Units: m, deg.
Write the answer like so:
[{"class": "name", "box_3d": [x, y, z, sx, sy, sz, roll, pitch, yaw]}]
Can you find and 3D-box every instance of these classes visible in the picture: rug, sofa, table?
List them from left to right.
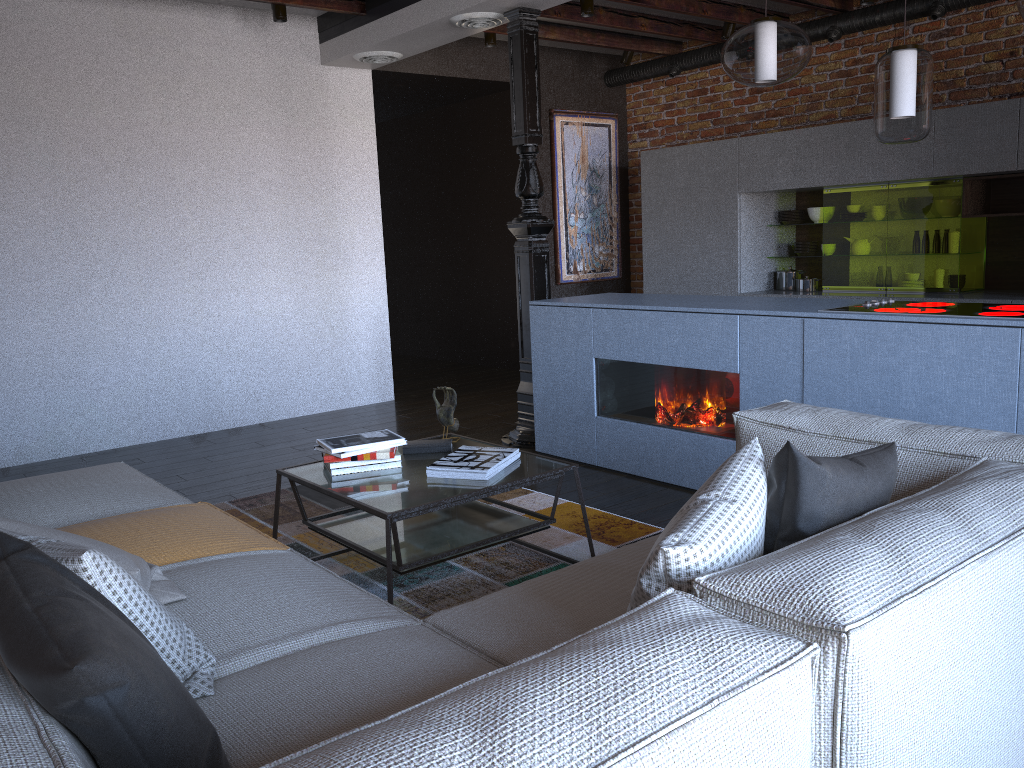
[{"class": "sofa", "box_3d": [-0.460, 0.474, 2.525, 2.535, 0.698, 3.299, -10, 12, -38]}, {"class": "table", "box_3d": [-0.298, 0.479, 3.120, 0.842, 0.389, 0.848, -10, 12, -38]}, {"class": "rug", "box_3d": [-0.310, 0.620, 3.559, 1.431, 0.013, 2.363, -10, 12, -38]}]

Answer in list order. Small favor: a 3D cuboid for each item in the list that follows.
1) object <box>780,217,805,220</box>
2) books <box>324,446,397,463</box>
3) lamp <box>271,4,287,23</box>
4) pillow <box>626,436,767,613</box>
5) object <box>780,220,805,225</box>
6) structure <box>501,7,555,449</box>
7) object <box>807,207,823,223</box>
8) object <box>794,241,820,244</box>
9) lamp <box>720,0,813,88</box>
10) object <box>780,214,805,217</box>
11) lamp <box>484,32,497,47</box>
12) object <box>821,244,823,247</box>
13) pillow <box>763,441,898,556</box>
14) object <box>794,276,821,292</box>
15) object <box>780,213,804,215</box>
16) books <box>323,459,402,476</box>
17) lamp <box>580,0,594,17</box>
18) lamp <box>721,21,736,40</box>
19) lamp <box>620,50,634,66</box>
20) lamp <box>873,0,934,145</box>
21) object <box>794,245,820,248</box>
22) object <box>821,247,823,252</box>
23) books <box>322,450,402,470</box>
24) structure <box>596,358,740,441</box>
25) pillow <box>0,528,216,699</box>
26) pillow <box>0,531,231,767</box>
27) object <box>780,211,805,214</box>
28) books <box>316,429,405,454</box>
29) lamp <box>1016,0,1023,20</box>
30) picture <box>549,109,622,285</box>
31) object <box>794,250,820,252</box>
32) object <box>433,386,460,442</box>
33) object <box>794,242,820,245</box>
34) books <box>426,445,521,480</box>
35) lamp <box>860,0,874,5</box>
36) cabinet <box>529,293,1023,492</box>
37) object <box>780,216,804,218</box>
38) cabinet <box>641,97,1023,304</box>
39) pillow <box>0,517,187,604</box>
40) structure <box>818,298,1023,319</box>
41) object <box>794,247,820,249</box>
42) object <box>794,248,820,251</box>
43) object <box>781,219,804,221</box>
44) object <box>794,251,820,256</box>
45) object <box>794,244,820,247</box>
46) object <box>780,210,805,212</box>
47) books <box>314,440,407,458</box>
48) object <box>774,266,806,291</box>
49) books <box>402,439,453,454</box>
[{"class": "object", "box_3d": [2.084, -1.222, 6.590, 0.180, 0.027, 0.180, 1, 10, 20]}, {"class": "books", "box_3d": [-0.532, 0.237, 3.133, 0.239, 0.023, 0.190, -3, 9, -4]}, {"class": "lamp", "box_3d": [-1.415, -2.270, 5.313, 0.120, 0.184, 0.082, -2, 10, 3]}, {"class": "pillow", "box_3d": [0.346, 0.335, 1.658, 0.250, 0.402, 0.543, 4, 11, 33]}, {"class": "object", "box_3d": [2.085, -1.201, 6.594, 0.180, 0.027, 0.180, 1, 10, 20]}, {"class": "structure", "box_3d": [-2.005, -0.202, 1.702, 0.481, 2.396, 8.506, 3, 11, 32]}, {"class": "object", "box_3d": [2.235, -1.219, 6.411, 0.191, 0.113, 0.191, -8, 11, -30]}, {"class": "object", "box_3d": [2.171, -1.034, 6.523, 0.180, 0.027, 0.180, 1, 10, 20]}, {"class": "lamp", "box_3d": [1.036, -1.560, 3.621, 0.364, 0.665, 0.364, 4, 12, 34]}, {"class": "object", "box_3d": [2.083, -1.243, 6.586, 0.180, 0.027, 0.180, 1, 10, 20]}, {"class": "lamp", "box_3d": [-0.170, -2.489, 6.281, 0.114, 0.184, 0.082, 0, 10, 16]}, {"class": "object", "box_3d": [2.285, -0.980, 6.402, 0.100, 0.059, 0.100, -7, 10, -24]}, {"class": "pillow", "box_3d": [0.623, 0.278, 1.843, 0.238, 0.417, 0.538, 6, 13, 40]}, {"class": "object", "box_3d": [2.124, -0.721, 6.381, 0.159, 0.117, 0.172, -2, 10, 4]}, {"class": "object", "box_3d": [2.082, -1.254, 6.584, 0.180, 0.027, 0.180, 1, 10, 20]}, {"class": "books", "box_3d": [-0.535, 0.277, 3.163, 0.247, 0.024, 0.209, -6, 10, -19]}, {"class": "lamp", "box_3d": [0.455, -2.392, 5.517, 0.082, 0.184, 0.121, 6, 13, 43]}, {"class": "lamp", "box_3d": [1.560, -2.579, 6.386, 0.116, 0.201, 0.087, 1, 10, 20]}, {"class": "lamp", "box_3d": [0.933, -2.674, 7.155, 0.130, 0.207, 0.091, 2, 11, 23]}, {"class": "lamp", "box_3d": [1.420, -1.362, 3.201, 0.195, 0.956, 0.197, -4, 10, -8]}, {"class": "object", "box_3d": [2.172, -1.003, 6.529, 0.180, 0.027, 0.180, 1, 10, 20]}, {"class": "object", "box_3d": [2.286, -0.961, 6.405, 0.100, 0.059, 0.100, -7, 10, -24]}, {"class": "books", "box_3d": [-0.538, 0.255, 3.159, 0.251, 0.023, 0.209, -6, 10, -19]}, {"class": "structure", "box_3d": [0.834, 0.065, 4.232, 0.332, 0.395, 0.943, -10, 12, -38]}, {"class": "pillow", "box_3d": [-0.785, 0.404, 1.626, 0.495, 0.355, 0.293, 4, 12, 37]}, {"class": "pillow", "box_3d": [-0.616, 0.430, 1.328, 0.263, 0.401, 0.510, -12, 13, -43]}, {"class": "object", "box_3d": [2.082, -1.265, 6.583, 0.180, 0.027, 0.180, 1, 10, 20]}, {"class": "books", "box_3d": [-0.537, 0.201, 3.147, 0.268, 0.014, 0.196, -7, 11, -27]}, {"class": "lamp", "box_3d": [1.771, -1.405, 2.725, 0.367, 0.748, 0.367, 0, 10, 15]}, {"class": "picture", "box_3d": [0.654, -1.631, 7.775, 0.779, 1.472, 0.067, -10, 12, -38]}, {"class": "object", "box_3d": [2.174, -0.971, 6.534, 0.180, 0.027, 0.180, 1, 10, 20]}, {"class": "object", "box_3d": [-0.258, 0.113, 3.463, 0.099, 0.223, 0.093, -2, 10, 1]}, {"class": "object", "box_3d": [2.171, -1.024, 6.525, 0.180, 0.027, 0.180, 1, 10, 20]}, {"class": "books", "box_3d": [-0.128, 0.270, 3.062, 0.225, 0.038, 0.308, 1, 10, 21]}, {"class": "lamp", "box_3d": [2.216, -2.483, 5.568, 0.110, 0.184, 0.082, 1, 11, 23]}, {"class": "cabinet", "box_3d": [1.273, 0.075, 3.871, 0.607, 0.845, 2.959, -10, 12, -38]}, {"class": "object", "box_3d": [2.083, -1.233, 6.588, 0.180, 0.027, 0.180, 1, 10, 20]}, {"class": "cabinet", "box_3d": [2.643, -0.794, 5.774, 0.713, 1.810, 4.172, -10, 12, -38]}, {"class": "pillow", "box_3d": [-0.962, 0.387, 1.957, 0.485, 0.314, 0.358, -2, 10, 4]}, {"class": "structure", "box_3d": [1.636, -0.273, 3.341, 0.504, 0.057, 0.763, -10, 12, -38]}, {"class": "object", "box_3d": [2.173, -0.992, 6.530, 0.180, 0.027, 0.180, 1, 10, 20]}, {"class": "object", "box_3d": [2.173, -0.982, 6.532, 0.180, 0.027, 0.180, 1, 10, 20]}, {"class": "object", "box_3d": [2.084, -1.212, 6.592, 0.180, 0.027, 0.180, 1, 10, 20]}, {"class": "object", "box_3d": [2.174, -0.960, 6.536, 0.180, 0.027, 0.180, 1, 10, 20]}, {"class": "object", "box_3d": [2.172, -1.013, 6.527, 0.180, 0.027, 0.180, 1, 10, 20]}, {"class": "object", "box_3d": [2.081, -1.274, 6.581, 0.180, 0.027, 0.180, 1, 10, 20]}, {"class": "books", "box_3d": [-0.537, 0.216, 3.149, 0.267, 0.014, 0.196, -10, 12, -39]}, {"class": "object", "box_3d": [2.068, -0.785, 6.595, 0.193, 0.178, 0.208, -2, 10, 4]}, {"class": "books", "box_3d": [-0.317, 0.233, 3.353, 0.182, 0.029, 0.129, -3, 9, -1]}]
